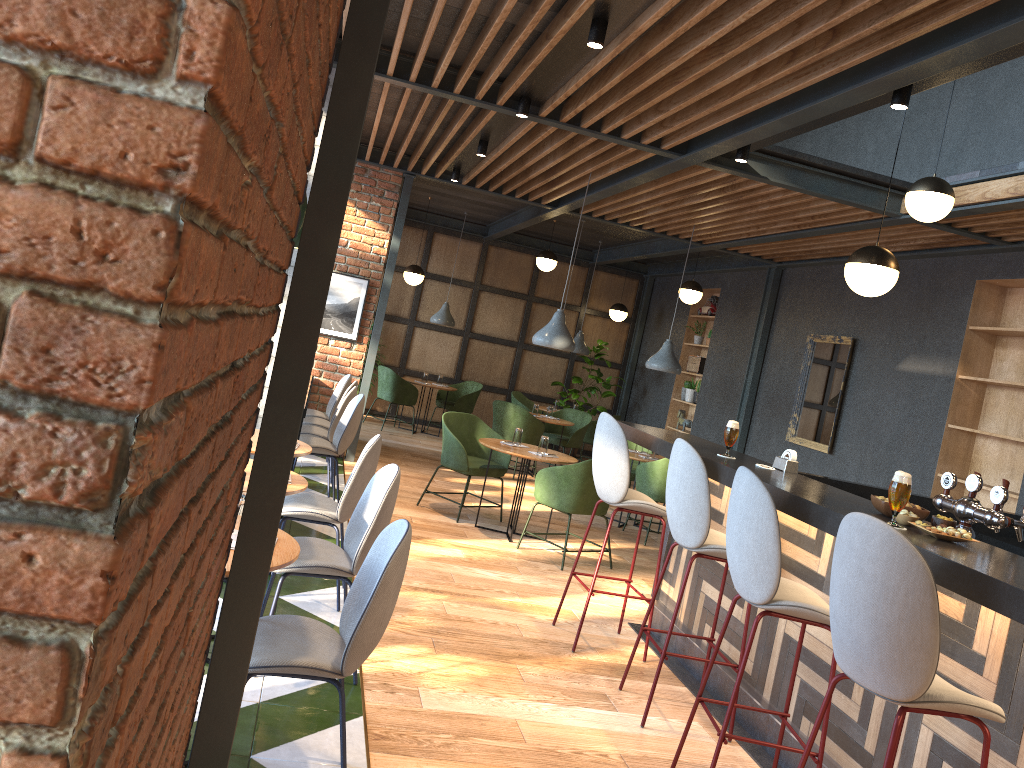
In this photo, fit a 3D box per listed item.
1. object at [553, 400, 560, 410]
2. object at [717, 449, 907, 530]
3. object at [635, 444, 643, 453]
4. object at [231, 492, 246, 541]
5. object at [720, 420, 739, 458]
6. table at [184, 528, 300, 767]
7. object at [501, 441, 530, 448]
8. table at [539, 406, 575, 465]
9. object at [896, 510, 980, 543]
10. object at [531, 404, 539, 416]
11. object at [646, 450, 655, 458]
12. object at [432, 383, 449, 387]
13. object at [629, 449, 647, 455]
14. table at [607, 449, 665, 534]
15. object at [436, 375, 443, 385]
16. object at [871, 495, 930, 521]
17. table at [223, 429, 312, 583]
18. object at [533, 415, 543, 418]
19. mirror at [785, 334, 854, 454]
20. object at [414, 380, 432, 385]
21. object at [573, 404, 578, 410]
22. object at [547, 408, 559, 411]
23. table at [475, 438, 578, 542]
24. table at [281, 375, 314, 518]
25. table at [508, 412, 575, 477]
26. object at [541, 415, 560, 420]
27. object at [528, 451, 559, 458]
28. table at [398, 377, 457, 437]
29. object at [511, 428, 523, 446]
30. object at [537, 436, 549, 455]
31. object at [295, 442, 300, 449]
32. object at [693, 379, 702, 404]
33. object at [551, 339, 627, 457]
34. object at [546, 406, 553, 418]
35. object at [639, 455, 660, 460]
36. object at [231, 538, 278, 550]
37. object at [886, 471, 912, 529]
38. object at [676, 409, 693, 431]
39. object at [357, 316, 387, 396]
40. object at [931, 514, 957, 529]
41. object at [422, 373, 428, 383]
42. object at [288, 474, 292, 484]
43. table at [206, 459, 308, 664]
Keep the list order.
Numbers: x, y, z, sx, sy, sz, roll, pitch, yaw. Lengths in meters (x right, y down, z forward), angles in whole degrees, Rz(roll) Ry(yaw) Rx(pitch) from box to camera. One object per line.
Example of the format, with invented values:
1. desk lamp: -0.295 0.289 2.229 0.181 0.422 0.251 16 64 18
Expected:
1. object: 0.624 0.289 12.310 0.080 0.138 0.080 11 1 -35
2. object: 1.273 0.384 3.641 0.321 0.106 1.513 12 3 -9
3. object: 1.258 0.604 8.718 0.080 0.138 0.080 13 1 40
4. object: -0.812 0.406 2.712 0.080 0.138 0.080 12 1 24
5. object: 1.066 0.265 4.324 0.070 0.178 0.070 12 0 -9
6. table: -1.067 0.813 2.670 0.703 0.747 0.696 13 2 34
7. object: 0.032 0.489 7.191 0.241 0.019 0.158 9 4 -43
8. table: 0.627 0.722 12.237 0.806 0.687 0.810 12 2 -12
9. object: 1.393 0.472 2.934 0.164 0.052 0.292 12 3 -4
10. object: 0.279 0.306 10.513 0.080 0.138 0.080 12 1 25
11. object: 1.334 0.634 8.441 0.080 0.138 0.080 13 1 40
12. object: -0.983 0.016 12.314 0.244 0.019 0.157 15 4 43
13. object: 1.260 0.671 8.746 0.242 0.019 0.158 11 3 -13
14. table: 1.214 1.031 8.569 0.811 0.687 0.804 13 2 37
15. object: -1.000 -0.055 12.311 0.080 0.138 0.080 11 1 -34
16. object: 1.396 0.449 3.198 0.168 0.072 0.168 12 2 8
17. table: -1.450 0.638 4.534 0.699 0.747 0.700 12 1 -2
18. object: 0.241 0.366 10.504 0.244 0.019 0.157 15 4 42
19. mirror: 2.945 0.074 8.464 0.061 1.085 0.770 12 1 -12
20. object: -1.222 -0.024 12.086 0.244 0.019 0.157 15 4 43
21. object: 0.868 0.348 12.166 0.080 0.138 0.080 12 1 -5
22. object: 0.597 0.350 12.333 0.158 0.019 0.242 14 3 32
23. table: 0.059 0.861 7.067 0.810 0.687 0.805 13 2 18
24. table: -2.071 0.356 7.334 0.657 0.765 2.781 12 3 -12
25. table: 0.286 0.731 10.624 0.811 0.687 0.804 13 2 29
26. object: 0.476 0.404 10.737 0.244 0.019 0.157 15 4 42
27. object: 0.241 0.546 6.932 0.241 0.019 0.158 9 4 -43
28. table: -1.220 0.331 12.225 0.811 0.687 0.804 13 2 27
29. object: 0.046 0.426 7.159 0.080 0.138 0.080 12 1 -30
30. object: 0.248 0.478 6.958 0.080 0.138 0.080 12 1 -30
31. object: -1.177 0.303 4.549 0.157 0.019 0.243 12 3 -7
32. object: 2.414 0.092 11.391 0.144 0.350 0.143 12 1 5
33. object: 1.093 0.217 12.978 1.056 1.794 0.722 12 0 -2
34. object: 0.459 0.333 10.734 0.080 0.138 0.080 12 1 25
35. object: 1.314 0.699 8.416 0.242 0.019 0.158 11 3 -13
36. object: -0.800 0.476 2.695 0.157 0.019 0.243 12 3 -9
37. object: 1.274 0.377 2.922 0.070 0.183 0.070 12 0 8
38. object: 2.281 0.487 11.657 0.150 0.257 0.523 12 2 -13
39. object: -2.212 -0.410 12.242 0.918 1.722 0.974 13 1 43
40. object: 1.475 0.480 3.046 0.078 0.060 0.108 12 2 -4
41. object: -1.184 -0.084 12.094 0.080 0.138 0.080 11 1 -34
42. object: -1.004 0.382 3.721 0.157 0.019 0.243 11 3 -16
43. table: -1.271 0.720 3.662 0.702 0.747 0.697 13 2 30
